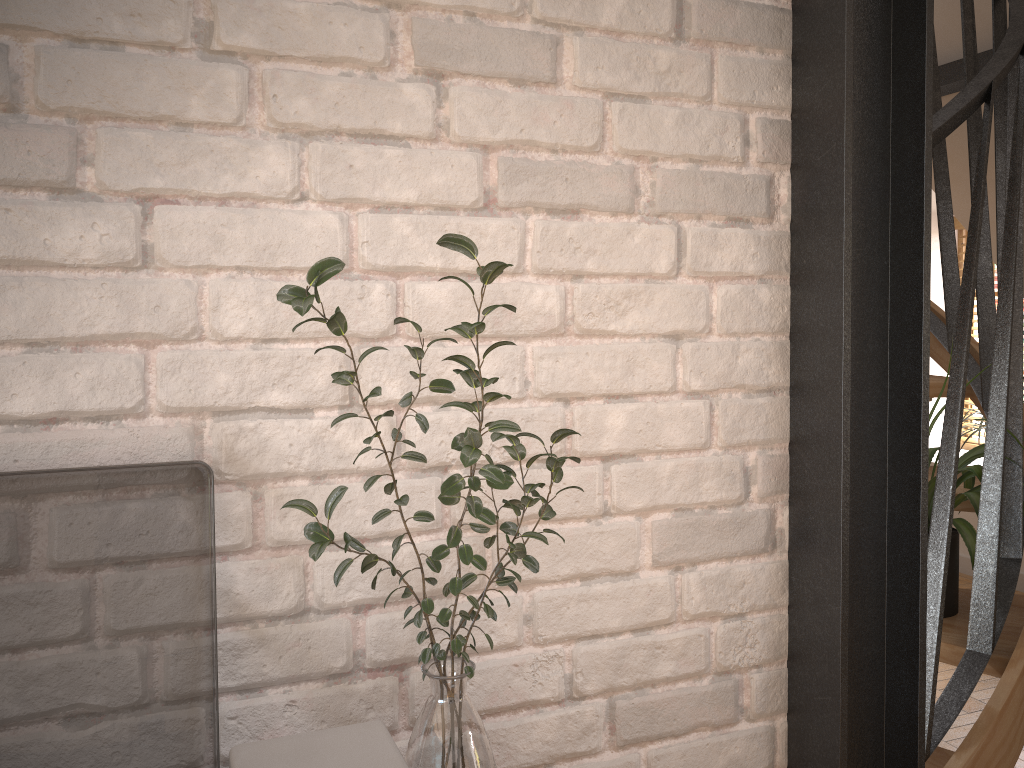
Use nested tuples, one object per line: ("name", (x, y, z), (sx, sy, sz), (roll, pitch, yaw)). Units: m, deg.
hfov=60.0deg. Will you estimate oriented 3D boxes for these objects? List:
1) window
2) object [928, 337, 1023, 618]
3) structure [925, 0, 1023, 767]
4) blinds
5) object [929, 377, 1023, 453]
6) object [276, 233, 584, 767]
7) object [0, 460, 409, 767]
("window", (0.481, -0.770, 0.752), (8.633, 4.459, 7.798), (-2, 4, -22))
("object", (0.852, 0.186, 1.916), (0.528, 0.591, 0.458), (-2, 3, -34))
("structure", (0.468, -0.553, 2.420), (1.628, 3.812, 2.252), (-1, 3, -7))
("blinds", (3.210, -0.321, 5.258), (0.070, 1.482, 1.432), (-1, 3, -22))
("object", (2.886, 0.199, 5.177), (1.017, 0.583, 0.924), (0, 4, -4))
("object", (-0.059, 0.183, 0.779), (0.295, 0.620, 0.291), (-1, 2, -7))
("object", (-0.458, 0.301, 0.598), (0.787, 0.414, 0.415), (-2, 3, -22))
